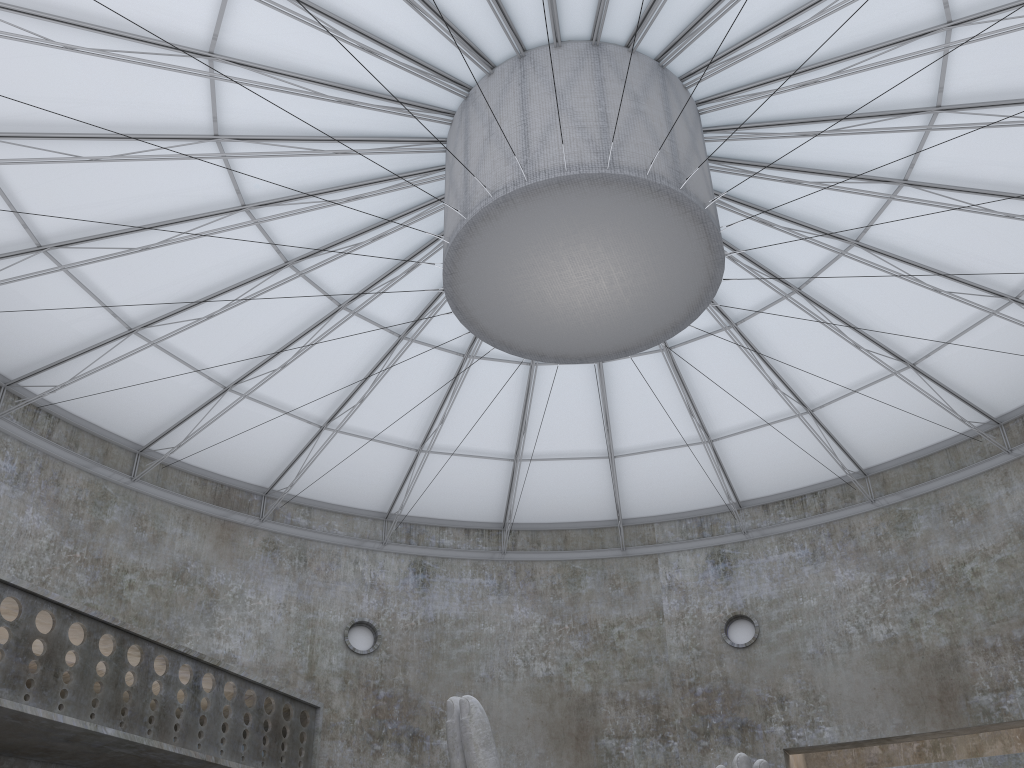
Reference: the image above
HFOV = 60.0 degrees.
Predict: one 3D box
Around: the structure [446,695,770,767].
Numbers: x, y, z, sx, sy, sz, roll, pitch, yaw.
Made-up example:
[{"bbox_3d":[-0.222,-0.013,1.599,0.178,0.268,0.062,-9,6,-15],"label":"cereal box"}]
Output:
[{"bbox_3d":[4.045,7.543,14.173,10.759,5.561,15.990,10,-34,-17],"label":"structure"}]
